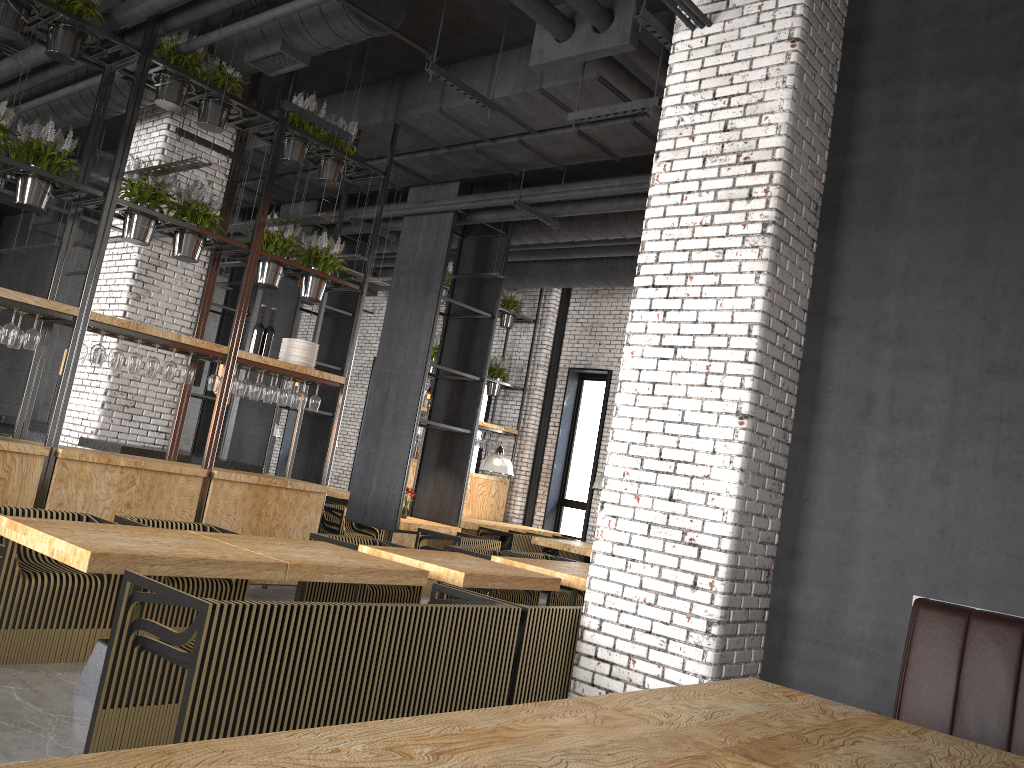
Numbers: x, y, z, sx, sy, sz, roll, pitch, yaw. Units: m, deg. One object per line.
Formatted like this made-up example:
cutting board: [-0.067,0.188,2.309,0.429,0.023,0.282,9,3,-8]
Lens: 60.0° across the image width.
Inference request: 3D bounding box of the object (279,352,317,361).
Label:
object: [-1.951,-0.237,8.070,0.335,0.039,0.334,9,-7,8]

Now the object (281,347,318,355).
object: [-1.941,-0.291,8.077,0.335,0.043,0.333,7,-7,25]

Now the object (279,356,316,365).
object: [-1.957,-0.199,8.065,0.335,0.037,0.334,9,-7,7]

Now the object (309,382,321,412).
object: [-1.773,0.114,8.022,0.101,0.268,0.100,9,-8,5]

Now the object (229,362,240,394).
object: [-2.315,-0.054,7.384,0.101,0.268,0.101,12,-8,-12]

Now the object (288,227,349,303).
object: [-1.796,-1.044,8.166,0.416,0.560,0.466,5,-9,35]

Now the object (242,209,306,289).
object: [-2.123,-1.137,7.860,0.466,0.560,0.416,16,-9,-40]

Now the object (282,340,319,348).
object: [-1.931,-0.348,8.085,0.335,0.039,0.333,8,-7,16]

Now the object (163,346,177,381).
object: [-2.673,-0.165,6.963,0.100,0.268,0.101,15,-9,-34]

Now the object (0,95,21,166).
object: [-3.622,-1.615,5.991,0.467,0.560,0.415,11,-7,-9]

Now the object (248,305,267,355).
object: [-2.215,-0.460,7.749,0.098,0.472,0.098,9,-8,4]

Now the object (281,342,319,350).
object: [-1.935,-0.329,8.083,0.334,0.044,0.334,9,-7,12]

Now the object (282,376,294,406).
object: [-1.960,0.056,7.802,0.101,0.268,0.100,9,-8,5]

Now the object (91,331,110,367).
object: [-3.169,-0.269,6.821,0.100,0.268,0.101,15,-9,-34]

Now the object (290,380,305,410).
object: [-1.990,0.098,8.209,0.101,0.268,0.100,9,-8,5]

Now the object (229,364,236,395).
object: [-2.450,-0.045,7.667,0.101,0.268,0.101,12,-8,-12]

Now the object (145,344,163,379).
object: [-2.889,-0.182,7.150,0.100,0.268,0.101,15,-9,-34]

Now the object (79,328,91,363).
object: [-3.256,-0.296,6.717,0.100,0.268,0.101,15,-9,-34]

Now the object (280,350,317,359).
object: [-1.947,-0.256,8.072,0.334,0.040,0.334,13,-7,-27]

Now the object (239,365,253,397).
object: [-2.234,-0.029,7.480,0.101,0.268,0.101,12,-8,-12]

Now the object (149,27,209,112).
object: [-2.670,-2.473,7.058,0.415,0.560,0.467,14,-8,-30]

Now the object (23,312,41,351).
object: [-3.335,-0.372,6.183,0.101,0.268,0.101,12,-8,-18]

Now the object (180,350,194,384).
object: [-2.580,-0.136,7.073,0.100,0.268,0.101,15,-9,-34]

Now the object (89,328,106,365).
object: [-3.040,-0.280,6.530,0.100,0.268,0.101,15,-9,-34]

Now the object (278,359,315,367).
object: [-1.961,-0.181,8.063,0.334,0.046,0.333,7,-7,22]

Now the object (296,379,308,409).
object: [-1.867,0.085,7.912,0.101,0.268,0.100,9,-8,5]

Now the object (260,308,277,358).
object: [-2.147,-0.439,7.829,0.098,0.472,0.098,9,-8,4]

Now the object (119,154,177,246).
object: [-2.883,-1.376,6.938,0.467,0.560,0.415,11,-7,-10]

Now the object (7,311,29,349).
object: [-3.551,-0.388,6.370,0.101,0.268,0.101,12,-8,-18]

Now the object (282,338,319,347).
object: [-1.928,-0.367,8.088,0.335,0.039,0.333,8,-7,15]

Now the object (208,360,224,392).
object: [-2.531,-0.070,7.571,0.101,0.268,0.101,12,-8,-12]

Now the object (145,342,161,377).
object: [-2.766,-0.195,6.853,0.100,0.268,0.101,15,-9,-34]

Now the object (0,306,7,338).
object: [-3.644,-0.417,6.260,0.101,0.268,0.100,9,-8,5]

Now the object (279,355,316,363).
object: [-1.954,-0.218,8.067,0.335,0.040,0.334,9,-7,5]

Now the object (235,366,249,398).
object: [-2.363,-0.018,7.770,0.101,0.268,0.100,9,-8,5]

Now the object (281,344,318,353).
object: [-1.939,-0.310,8.080,0.335,0.041,0.334,9,-7,10]

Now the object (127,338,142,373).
object: [-2.859,-0.224,6.743,0.100,0.268,0.101,15,-9,-34]

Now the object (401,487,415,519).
object: [-1.197,1.358,10.143,0.156,0.356,0.170,10,-7,-1]

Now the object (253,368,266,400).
object: [-2.146,-0.002,7.583,0.101,0.268,0.100,9,-8,5]

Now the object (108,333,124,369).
object: [-2.952,-0.253,6.633,0.100,0.268,0.101,15,-9,-34]

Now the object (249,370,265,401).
object: [-2.269,0.011,7.880,0.101,0.268,0.100,9,-8,5]

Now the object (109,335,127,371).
object: [-3.075,-0.240,6.930,0.100,0.268,0.101,15,-9,-34]

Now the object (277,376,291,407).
object: [-2.083,0.069,8.099,0.101,0.268,0.100,9,-8,5]

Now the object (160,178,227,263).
object: [-2.630,-1.292,7.281,0.416,0.560,0.466,9,-7,9]

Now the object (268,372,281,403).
object: [-2.053,0.027,7.693,0.101,0.268,0.100,9,-8,5]

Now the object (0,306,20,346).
object: [-3.428,-0.401,6.073,0.101,0.268,0.100,9,-8,5]

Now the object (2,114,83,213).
object: [-3.404,-1.533,6.374,0.416,0.560,0.466,8,-8,18]

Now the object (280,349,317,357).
object: [-1.945,-0.272,8.075,0.334,0.039,0.335,16,-9,-41]

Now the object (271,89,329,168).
object: [-1.911,-2.238,7.946,0.416,0.560,0.466,8,-7,14]

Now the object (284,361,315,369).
object: [-1.964,-0.161,8.060,0.334,0.033,0.335,15,-9,-40]

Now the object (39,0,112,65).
object: [-3.227,-2.639,6.467,0.468,0.560,0.415,7,-8,20]

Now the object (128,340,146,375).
object: [-2.982,-0.211,7.040,0.100,0.268,0.101,15,-9,-34]

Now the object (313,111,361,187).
object: [-1.679,-2.154,8.321,0.415,0.560,0.467,13,-8,-24]

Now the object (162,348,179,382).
object: [-2.796,-0.153,7.260,0.100,0.268,0.101,15,-9,-34]

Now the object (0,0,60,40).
object: [-3.486,-2.716,6.190,0.417,0.560,0.466,6,-8,28]

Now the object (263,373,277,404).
object: [-2.176,0.040,7.989,0.101,0.268,0.100,9,-8,5]

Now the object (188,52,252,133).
object: [-2.459,-2.399,7.384,0.467,0.560,0.415,5,-9,35]
